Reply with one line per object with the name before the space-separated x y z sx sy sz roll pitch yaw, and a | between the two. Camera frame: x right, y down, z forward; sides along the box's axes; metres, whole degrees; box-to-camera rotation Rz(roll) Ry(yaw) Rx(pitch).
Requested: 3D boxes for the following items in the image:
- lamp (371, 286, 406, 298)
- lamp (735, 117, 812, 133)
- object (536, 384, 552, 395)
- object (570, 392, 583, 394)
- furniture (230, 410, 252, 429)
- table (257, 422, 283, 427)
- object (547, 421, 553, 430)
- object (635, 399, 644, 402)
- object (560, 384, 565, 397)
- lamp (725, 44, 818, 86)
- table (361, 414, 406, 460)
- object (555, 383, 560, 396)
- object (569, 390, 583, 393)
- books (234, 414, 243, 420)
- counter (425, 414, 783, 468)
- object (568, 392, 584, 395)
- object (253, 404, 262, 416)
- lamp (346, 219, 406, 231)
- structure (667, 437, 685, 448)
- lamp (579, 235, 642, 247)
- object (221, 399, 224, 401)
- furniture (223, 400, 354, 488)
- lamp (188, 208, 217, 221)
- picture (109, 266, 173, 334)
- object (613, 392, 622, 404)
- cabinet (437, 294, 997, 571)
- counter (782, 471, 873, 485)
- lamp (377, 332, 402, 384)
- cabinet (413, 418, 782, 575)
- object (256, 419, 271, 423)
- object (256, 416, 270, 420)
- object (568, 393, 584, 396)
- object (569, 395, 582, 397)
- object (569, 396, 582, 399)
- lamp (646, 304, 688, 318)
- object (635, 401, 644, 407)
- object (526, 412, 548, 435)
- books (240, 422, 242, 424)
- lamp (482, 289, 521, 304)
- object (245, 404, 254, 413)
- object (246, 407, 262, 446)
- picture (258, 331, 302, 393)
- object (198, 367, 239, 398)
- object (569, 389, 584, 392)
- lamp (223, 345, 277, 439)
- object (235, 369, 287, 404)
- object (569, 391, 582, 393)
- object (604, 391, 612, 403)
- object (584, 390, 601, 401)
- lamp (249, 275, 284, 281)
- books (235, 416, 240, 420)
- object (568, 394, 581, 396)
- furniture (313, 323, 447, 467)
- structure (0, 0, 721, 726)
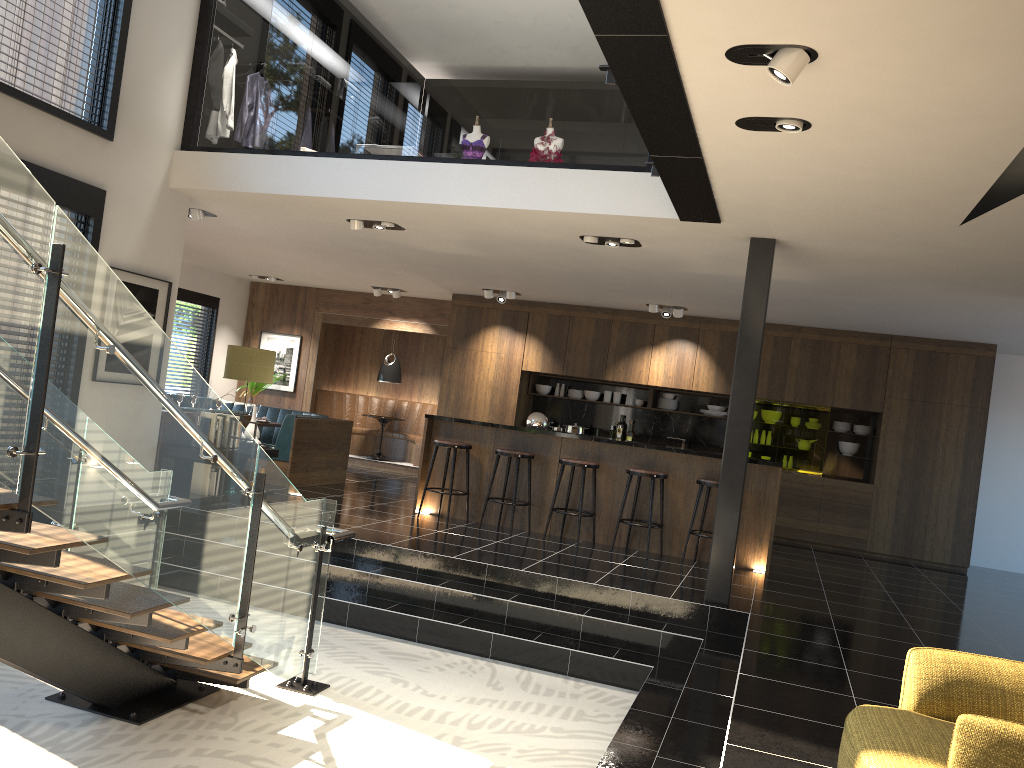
lamp | -1.797 -1.397 12.969 0.501 0.280 0.349 7 -1 17
lamp | 1.227 -1.269 4.144 0.346 0.158 0.195 7 -1 17
object | 0.443 0.088 12.606 0.234 0.138 0.234 7 -1 20
object | 0.897 0.137 12.456 0.220 0.033 0.220 7 -1 14
furniture | -4.142 0.503 8.822 2.608 0.822 1.366 7 -1 17
table | -3.572 0.706 10.619 1.537 0.661 0.823 7 -1 17
object | 0.435 0.586 12.454 0.255 0.218 0.236 8 -1 -25
object | 1.754 0.253 12.198 0.122 0.072 0.122 6 -2 43
object | 0.714 0.091 12.523 0.060 0.185 0.060 8 -1 -14
lamp | 0.995 -1.273 3.401 0.346 0.247 0.195 7 -1 17
table | -2.045 0.837 13.877 0.702 0.643 0.702 8 -1 -8
object | 0.642 0.082 12.545 0.060 0.185 0.060 8 -1 -41
object | 0.900 0.114 12.456 0.220 0.033 0.220 7 -1 14
books | -2.677 0.445 8.558 0.131 0.307 0.022 7 -1 17
counter | 0.892 0.561 8.993 3.571 0.041 0.699 7 -2 17
object | 0.896 0.148 12.456 0.220 0.033 0.220 7 -1 14
object | -3.062 0.343 10.625 0.098 0.191 0.098 7 -1 15
lamp | -1.222 -1.473 7.998 0.501 0.231 0.349 7 -1 17
structure | 2.158 0.834 11.731 0.242 0.231 0.174 7 -1 17
lamp | 0.826 -1.238 7.361 0.501 0.194 0.349 7 -1 17
object | -3.567 0.280 10.787 0.098 0.191 0.098 7 -1 15
furniture | -3.474 0.643 10.878 2.608 0.822 1.366 7 -1 17
lamp | -3.127 -1.700 8.591 0.501 0.248 0.349 7 -1 17
picture | -3.111 -0.450 7.294 0.028 0.911 0.749 7 -1 17
object | 1.454 0.196 12.268 0.109 0.161 0.109 7 -1 30
cabinet | 2.382 0.494 11.822 6.889 2.690 0.870 7 -1 17
counter | 2.323 0.977 11.820 4.589 0.005 0.863 7 -2 17
lamp | -1.862 -0.500 13.877 0.389 0.974 0.389 8 -1 -29
cabinet | 0.826 1.075 8.986 3.562 0.994 0.698 7 -1 17
object | -2.948 0.423 10.384 0.269 0.051 0.325 7 -2 21
object | -3.093 0.414 10.784 0.324 0.051 0.269 7 -2 21
object | 0.894 0.160 12.456 0.220 0.033 0.220 7 -1 14
object | 0.891 0.182 12.455 0.220 0.033 0.220 7 -1 14
object | 0.890 0.195 12.455 0.220 0.033 0.220 7 -1 14
lamp | 1.914 -0.961 10.946 0.501 0.280 0.349 7 -1 17
object | 1.751 0.278 12.197 0.122 0.072 0.122 6 -2 43
object | 0.256 0.399 9.002 0.227 0.228 0.227 8 -1 -22
books | -2.675 0.472 8.476 0.161 0.250 0.028 7 -1 17
lamp | -0.133 -1.207 11.583 0.501 0.294 0.349 7 -1 17
object | -3.096 0.333 10.419 0.098 0.191 0.098 7 -1 15
object | -2.608 0.421 8.786 0.319 0.398 0.316 8 -1 -7
picture | -3.746 -0.358 14.166 0.748 0.911 0.028 7 -1 17
object | -2.759 0.205 7.950 0.608 0.744 0.406 8 -1 -23
object | 0.902 0.103 12.456 0.220 0.033 0.220 7 -1 14
lamp | -2.495 0.384 7.891 0.437 1.445 0.638 7 -1 43
object | -3.919 0.367 13.681 0.818 1.382 0.954 8 -1 -25
object | 0.899 0.127 12.456 0.220 0.033 0.220 7 -1 14
object | 1.327 0.180 12.307 0.109 0.161 0.109 7 -1 0
object | 1.120 0.173 12.395 0.233 0.138 0.234 7 -2 37
lamp | -3.757 -1.673 13.581 0.501 0.213 0.349 7 -1 17
books | -2.692 0.447 8.455 0.177 0.294 0.025 7 -1 17
object | 0.893 0.171 12.456 0.220 0.033 0.220 7 -1 14
furniture | -1.808 0.058 14.332 2.637 2.335 1.175 7 -1 17
structure | -1.131 -0.327 3.084 3.446 4.867 7.284 7 -1 16
